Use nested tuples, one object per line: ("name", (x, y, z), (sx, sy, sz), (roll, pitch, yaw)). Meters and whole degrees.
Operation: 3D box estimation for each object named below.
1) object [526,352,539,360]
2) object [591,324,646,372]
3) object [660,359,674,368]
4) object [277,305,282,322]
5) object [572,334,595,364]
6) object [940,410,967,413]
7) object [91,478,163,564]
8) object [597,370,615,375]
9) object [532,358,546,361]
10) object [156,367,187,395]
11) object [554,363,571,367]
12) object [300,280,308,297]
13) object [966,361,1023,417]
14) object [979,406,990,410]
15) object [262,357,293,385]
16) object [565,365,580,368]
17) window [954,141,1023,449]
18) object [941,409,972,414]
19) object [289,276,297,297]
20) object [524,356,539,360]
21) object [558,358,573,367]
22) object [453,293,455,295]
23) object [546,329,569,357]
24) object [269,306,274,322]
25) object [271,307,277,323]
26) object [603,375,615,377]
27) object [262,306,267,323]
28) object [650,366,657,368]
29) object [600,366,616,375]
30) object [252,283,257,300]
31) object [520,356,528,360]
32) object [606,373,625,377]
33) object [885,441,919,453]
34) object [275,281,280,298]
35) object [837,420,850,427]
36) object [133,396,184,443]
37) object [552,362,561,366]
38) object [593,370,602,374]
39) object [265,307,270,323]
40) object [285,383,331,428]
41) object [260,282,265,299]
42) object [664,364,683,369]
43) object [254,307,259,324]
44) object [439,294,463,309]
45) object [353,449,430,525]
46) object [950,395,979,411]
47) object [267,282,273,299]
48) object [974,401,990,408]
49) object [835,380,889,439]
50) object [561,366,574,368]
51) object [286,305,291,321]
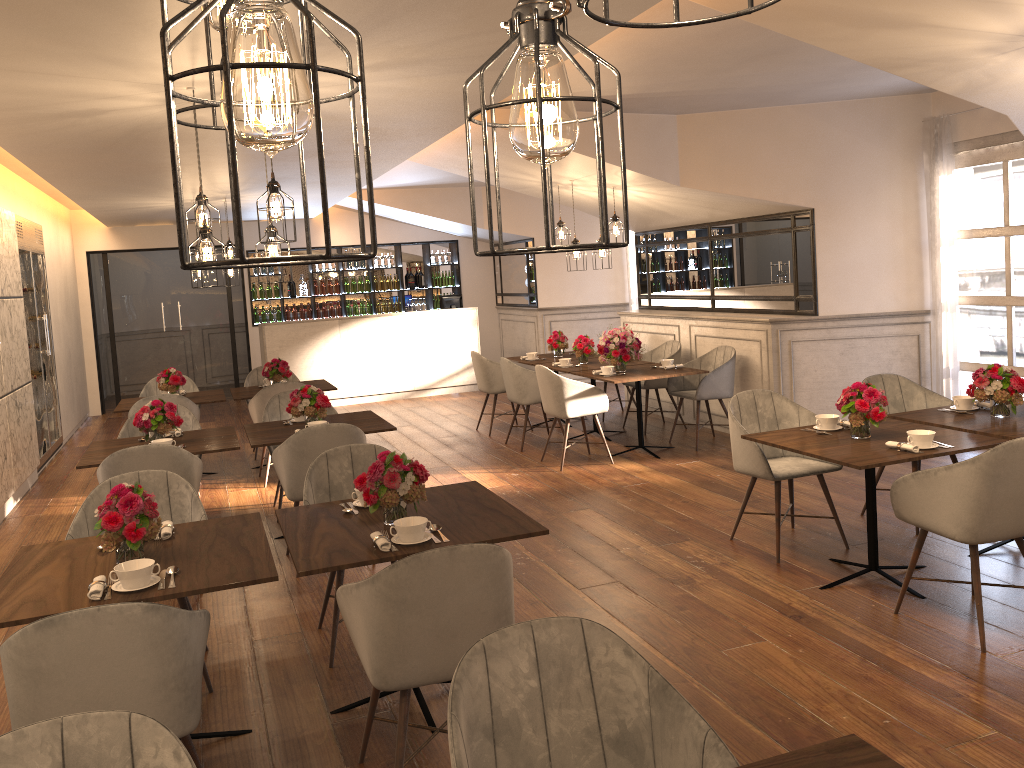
("object", (0.212, -0.293, 9.397), (0.148, 0.072, 0.149), (-1, 7, 23))
("object", (0.953, -0.322, 7.848), (0.421, 0.423, 0.406), (-7, 6, -31))
("object", (1.389, -0.181, 7.914), (0.148, 0.072, 0.149), (-1, 7, 23))
("object", (-3.552, -1.075, 13.502), (0.066, 0.260, 0.066), (-7, 5, -41))
("object", (0.694, -0.353, 8.714), (0.234, 0.300, 0.307), (-4, 6, 0))
("object", (2.477, 0.151, 4.975), (0.043, 0.015, 0.198), (-6, 7, -15))
("object", (-1.371, 0.484, 3.147), (0.234, 0.300, 0.306), (-5, 6, -18))
("object", (0.813, -0.100, 7.757), (0.193, 0.024, 0.025), (-6, 6, -19))
("object", (0.270, -0.255, 9.299), (0.197, 0.015, 0.043), (-7, 8, -23))
("object", (-3.037, -0.015, 7.926), (0.235, 0.300, 0.305), (-9, 7, -44))
("object", (0.498, -0.191, 8.634), (0.193, 0.024, 0.025), (-6, 6, -19))
("object", (-3.205, -1.483, 13.606), (0.108, 0.280, 0.109), (-2, 5, 27))
("object", (2.625, 0.022, 4.775), (0.235, 0.300, 0.305), (-9, 7, -44))
("object", (2.646, 0.126, 5.046), (0.025, 0.024, 0.193), (-6, 7, -19))
("object", (-2.200, -0.106, 8.231), (0.305, 0.300, 0.235), (-1, 6, 28))
("object", (0.573, -0.168, 8.457), (0.197, 0.015, 0.043), (-7, 8, -23))
("window", (4.496, -0.552, 5.806), (0.496, 2.378, 14.565), (-5, 7, -23))
("object", (2.505, 0.154, 4.978), (0.022, 0.004, 0.211), (-6, 8, -19))
("object", (-3.365, -1.506, 13.554), (0.104, 0.358, 0.104), (0, 6, 42))
("object", (0.196, -0.278, 9.476), (0.193, 0.024, 0.025), (-6, 6, -19))
("object", (0.514, -0.206, 8.554), (0.148, 0.072, 0.149), (-1, 7, 23))
("object", (-0.939, -1.360, 14.430), (0.066, 0.260, 0.066), (-7, 5, -41))
("object", (0.486, -0.443, 9.506), (0.234, 0.300, 0.307), (-1, 6, 28))
("object", (-3.656, -1.063, 13.466), (0.066, 0.260, 0.066), (-7, 5, -41))
("object", (-3.166, -0.924, 11.788), (0.065, 0.207, 0.146), (-6, 5, -28))
("object", (0.882, -0.076, 7.615), (0.211, 0.004, 0.022), (-6, 8, -19))
("object", (-3.759, -1.052, 13.429), (0.066, 0.260, 0.066), (-7, 5, -41))
("object", (1.334, -0.161, 8.016), (0.197, 0.015, 0.043), (-7, 8, -23))
("object", (0.829, -0.115, 7.678), (0.148, 0.072, 0.149), (-1, 7, 23))
("object", (-3.886, -1.401, 13.367), (0.066, 0.260, 0.066), (-7, 5, -41))
("object", (0.175, -0.287, 9.505), (0.176, 0.039, 0.056), (-6, 7, -19))
("object", (0.887, -0.077, 7.580), (0.197, 0.015, 0.043), (-7, 8, -23))
("object", (1.813, 0.290, 4.114), (0.056, 0.039, 0.176), (-6, 7, -19))
("object", (-3.575, -1.434, 13.478), (0.066, 0.260, 0.066), (-7, 5, -41))
("object", (1.788, 0.211, 4.751), (0.056, 0.039, 0.176), (-6, 7, -19))
("object", (-2.238, 0.232, 5.570), (0.305, 0.300, 0.235), (-3, 5, 2))
("object", (0.477, -0.200, 8.663), (0.176, 0.039, 0.056), (-6, 7, -19))
("object", (0.792, -0.109, 7.786), (0.176, 0.039, 0.056), (-6, 7, -19))
("object", (-3.245, -0.915, 11.756), (0.065, 0.207, 0.065), (-6, 5, -28))
("object", (-1.336, 0.138, 5.860), (0.305, 0.300, 0.235), (-2, 5, 13))
("object", (-3.783, -1.412, 13.404), (0.066, 0.260, 0.066), (-7, 5, -41))
("object", (1.429, -0.153, 7.808), (0.176, 0.039, 0.056), (-6, 7, -19))
("object", (-3.863, -1.041, 13.392), (0.066, 0.260, 0.066), (-7, 5, -41))
("object", (-0.859, -1.124, 12.778), (0.410, 0.327, 0.130), (-9, 7, -42))
("object", (-0.467, 0.389, 3.437), (0.306, 0.300, 0.234), (-9, 7, -42))
("object", (2.567, 0.109, 5.026), (0.148, 0.072, 0.149), (1, 8, 38))
("object", (-3.679, -1.423, 13.441), (0.066, 0.260, 0.066), (-7, 5, -41))
("object", (2.675, 0.115, 5.066), (0.056, 0.039, 0.176), (-6, 7, -19))
("object", (1.747, 0.119, 4.450), (0.234, 0.300, 0.307), (-4, 6, 0))
("object", (0.568, -0.166, 8.492), (0.211, 0.004, 0.022), (-6, 8, -19))
("object", (-3.426, -1.088, 13.547), (0.066, 0.260, 0.066), (-7, 5, -41))
